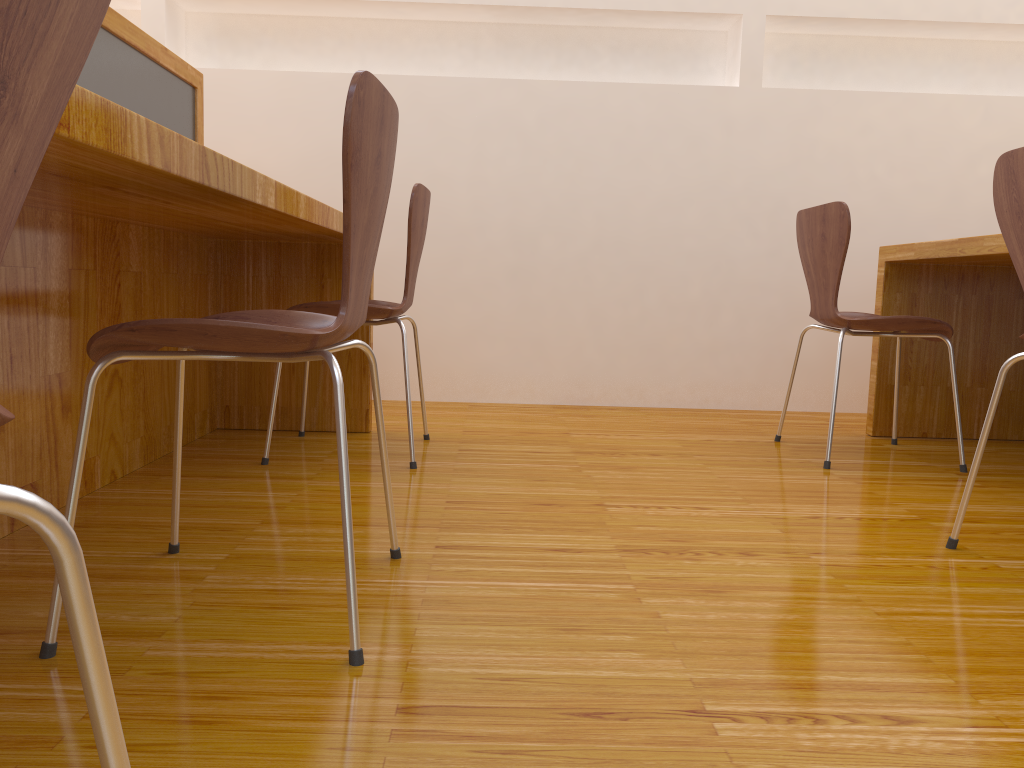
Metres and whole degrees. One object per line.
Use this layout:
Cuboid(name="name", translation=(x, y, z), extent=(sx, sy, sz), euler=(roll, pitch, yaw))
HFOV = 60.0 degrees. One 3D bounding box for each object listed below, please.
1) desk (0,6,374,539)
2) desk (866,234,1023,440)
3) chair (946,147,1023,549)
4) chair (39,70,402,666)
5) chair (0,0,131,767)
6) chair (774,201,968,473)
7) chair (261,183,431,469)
Cuboid(name="desk", translation=(-1.006, -0.210, 1.017), extent=(1.248, 1.022, 3.216), euler=(2, 6, -1))
Cuboid(name="desk", translation=(1.949, 0.142, 1.335), extent=(1.527, 0.785, 3.243), euler=(2, 6, -1))
Cuboid(name="chair", translation=(0.984, -0.018, 1.362), extent=(0.381, 0.693, 0.428), euler=(2, 6, -1))
Cuboid(name="chair", translation=(-0.354, -0.037, 1.203), extent=(0.381, 0.693, 0.428), euler=(2, 6, -1))
Cuboid(name="chair", translation=(-0.338, 0.068, 0.237), extent=(0.381, 0.693, 0.428), euler=(2, 6, -1))
Cuboid(name="chair", translation=(1.004, -0.139, 2.475), extent=(0.381, 0.693, 0.428), euler=(2, 6, -1))
Cuboid(name="chair", translation=(-0.411, -0.160, 2.314), extent=(0.381, 0.693, 0.428), euler=(2, 6, -1))
